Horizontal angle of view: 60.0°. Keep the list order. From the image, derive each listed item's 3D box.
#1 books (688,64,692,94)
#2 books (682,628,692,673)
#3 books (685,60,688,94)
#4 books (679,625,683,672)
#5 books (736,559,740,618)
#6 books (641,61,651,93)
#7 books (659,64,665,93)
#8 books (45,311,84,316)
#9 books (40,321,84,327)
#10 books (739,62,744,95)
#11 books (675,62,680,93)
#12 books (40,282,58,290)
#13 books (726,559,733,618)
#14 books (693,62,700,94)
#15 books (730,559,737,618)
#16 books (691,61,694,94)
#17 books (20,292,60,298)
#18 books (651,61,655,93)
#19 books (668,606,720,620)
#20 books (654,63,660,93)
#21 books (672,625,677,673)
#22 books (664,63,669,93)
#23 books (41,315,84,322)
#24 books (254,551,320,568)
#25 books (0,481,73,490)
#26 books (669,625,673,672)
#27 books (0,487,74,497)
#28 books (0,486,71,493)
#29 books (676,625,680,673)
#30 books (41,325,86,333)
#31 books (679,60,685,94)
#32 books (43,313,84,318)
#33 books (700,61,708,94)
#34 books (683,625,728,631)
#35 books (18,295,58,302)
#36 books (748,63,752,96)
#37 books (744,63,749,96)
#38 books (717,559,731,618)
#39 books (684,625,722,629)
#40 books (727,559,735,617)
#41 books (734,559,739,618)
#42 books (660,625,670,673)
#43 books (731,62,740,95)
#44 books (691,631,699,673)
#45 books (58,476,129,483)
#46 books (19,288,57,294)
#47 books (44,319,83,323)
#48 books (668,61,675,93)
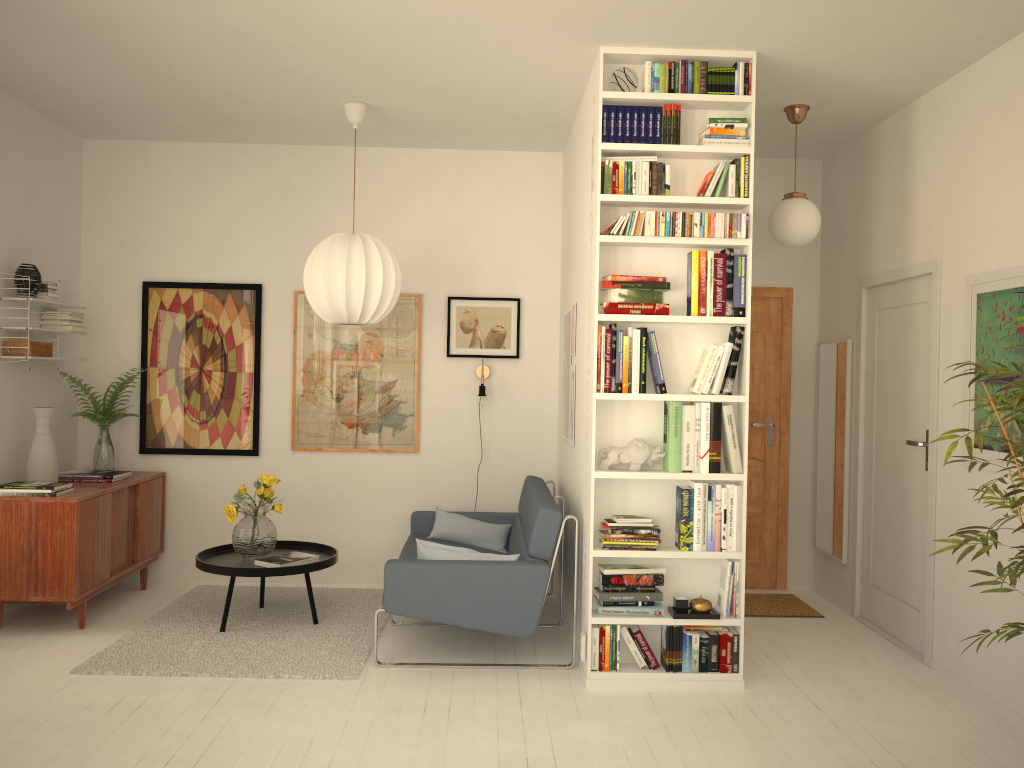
[{"bbox_3d":[0.805,-1.384,4.125,0.019,0.137,0.201,1,0,-2],"label":"books"},{"bbox_3d":[0.795,1.222,4.143,0.044,0.179,0.224,1,0,-2],"label":"books"},{"bbox_3d":[0.790,-1.394,4.135,0.012,0.158,0.220,1,0,-2],"label":"books"},{"bbox_3d":[0.766,1.203,4.134,0.015,0.214,0.202,1,0,-2],"label":"books"},{"bbox_3d":[1.035,0.939,4.124,0.011,0.256,0.139,1,0,-2],"label":"books"},{"bbox_3d":[0.618,-1.394,4.109,0.026,0.149,0.155,1,0,-2],"label":"books"},{"bbox_3d":[0.678,-1.384,4.146,0.025,0.131,0.253,1,1,-2],"label":"books"},{"bbox_3d":[-2.722,-0.429,5.400,0.147,0.016,0.195,1,1,-4],"label":"books"},{"bbox_3d":[-2.735,-0.365,5.393,0.168,0.021,0.197,1,1,1],"label":"books"},{"bbox_3d":[1.043,-1.388,4.144,0.020,0.156,0.229,1,0,-2],"label":"books"},{"bbox_3d":[0.749,-1.391,4.131,0.024,0.148,0.188,1,0,-2],"label":"books"},{"bbox_3d":[-2.708,-0.564,5.085,0.178,0.036,0.145,1,1,-9],"label":"books"},{"bbox_3d":[0.989,0.939,4.151,0.030,0.256,0.198,1,0,-2],"label":"books"},{"bbox_3d":[0.839,-1.392,4.144,0.032,0.154,0.212,1,0,-2],"label":"books"},{"bbox_3d":[1.018,0.939,4.145,0.008,0.256,0.184,1,0,-2],"label":"books"},{"bbox_3d":[0.819,-1.391,4.132,0.009,0.151,0.208,1,0,-2],"label":"books"},{"bbox_3d":[-2.711,-0.512,5.097,0.158,0.019,0.131,1,1,0],"label":"books"},{"bbox_3d":[0.637,-1.392,4.127,0.013,0.146,0.208,1,0,-2],"label":"books"},{"bbox_3d":[0.836,1.053,4.081,0.214,0.023,0.130,1,1,-2],"label":"books"},{"bbox_3d":[0.656,-1.387,4.102,0.023,0.137,0.161,1,0,-2],"label":"books"},{"bbox_3d":[0.736,1.203,4.120,0.015,0.214,0.202,1,0,-2],"label":"books"},{"bbox_3d":[0.700,-1.388,4.132,0.018,0.141,0.206,1,0,-2],"label":"books"},{"bbox_3d":[-2.731,-0.398,5.395,0.173,0.023,0.190,1,1,-2],"label":"books"},{"bbox_3d":[-1.227,0.963,4.845,0.200,0.031,0.289,2,1,32],"label":"books"},{"bbox_3d":[-2.531,0.539,4.706,0.311,0.015,0.192,1,1,2],"label":"books"},{"bbox_3d":[0.721,1.202,4.133,0.015,0.214,0.202,1,0,-2],"label":"books"},{"bbox_3d":[-2.533,0.571,4.706,0.320,0.020,0.237,1,1,-6],"label":"books"},{"bbox_3d":[-2.542,0.554,4.705,0.296,0.015,0.240,1,1,-2],"label":"books"},{"bbox_3d":[0.751,1.203,4.128,0.015,0.214,0.202,1,0,-2],"label":"books"},{"bbox_3d":[-2.730,-0.336,5.402,0.179,0.037,0.190,1,1,-2],"label":"books"},{"bbox_3d":[0.772,-1.394,4.139,0.024,0.156,0.228,1,0,-2],"label":"books"},{"bbox_3d":[-2.729,-0.415,5.402,0.153,0.013,0.197,1,1,1],"label":"books"},{"bbox_3d":[0.871,-1.390,4.130,0.032,0.152,0.200,1,0,-2],"label":"books"},{"bbox_3d":[0.892,1.129,4.134,0.193,0.012,0.130,1,1,-2],"label":"books"},{"bbox_3d":[-2.720,-0.489,5.095,0.159,0.028,0.147,1,1,-5],"label":"books"},{"bbox_3d":[1.080,-1.387,4.163,0.014,0.154,0.260,1,0,-2],"label":"books"},{"bbox_3d":[1.064,-1.385,4.141,0.021,0.151,0.228,1,0,-2],"label":"books"},{"bbox_3d":[0.980,0.939,4.149,0.034,0.257,0.209,1,0,-2],"label":"books"},{"bbox_3d":[0.879,1.120,4.115,0.165,0.006,0.103,1,1,-2],"label":"books"},{"bbox_3d":[1.000,0.940,4.117,0.033,0.258,0.130,1,0,-2],"label":"books"},{"bbox_3d":[1.025,0.938,4.133,0.007,0.257,0.181,1,0,-2],"label":"books"},{"bbox_3d":[0.706,1.202,4.125,0.015,0.214,0.202,1,0,-2],"label":"books"},{"bbox_3d":[1.023,-1.386,4.106,0.019,0.157,0.150,1,0,-2],"label":"books"},{"bbox_3d":[0.831,1.224,4.139,0.032,0.176,0.222,1,0,-2],"label":"books"},{"bbox_3d":[-2.536,0.564,5.324,0.371,0.022,0.259,1,1,-2],"label":"books"},{"bbox_3d":[-2.721,-0.534,5.090,0.155,0.024,0.136,1,1,-9],"label":"books"},{"bbox_3d":[-2.735,-0.381,5.409,0.147,0.012,0.195,1,1,-4],"label":"books"},{"bbox_3d":[0.723,-1.390,4.114,0.028,0.147,0.192,1,0,-2],"label":"books"}]
